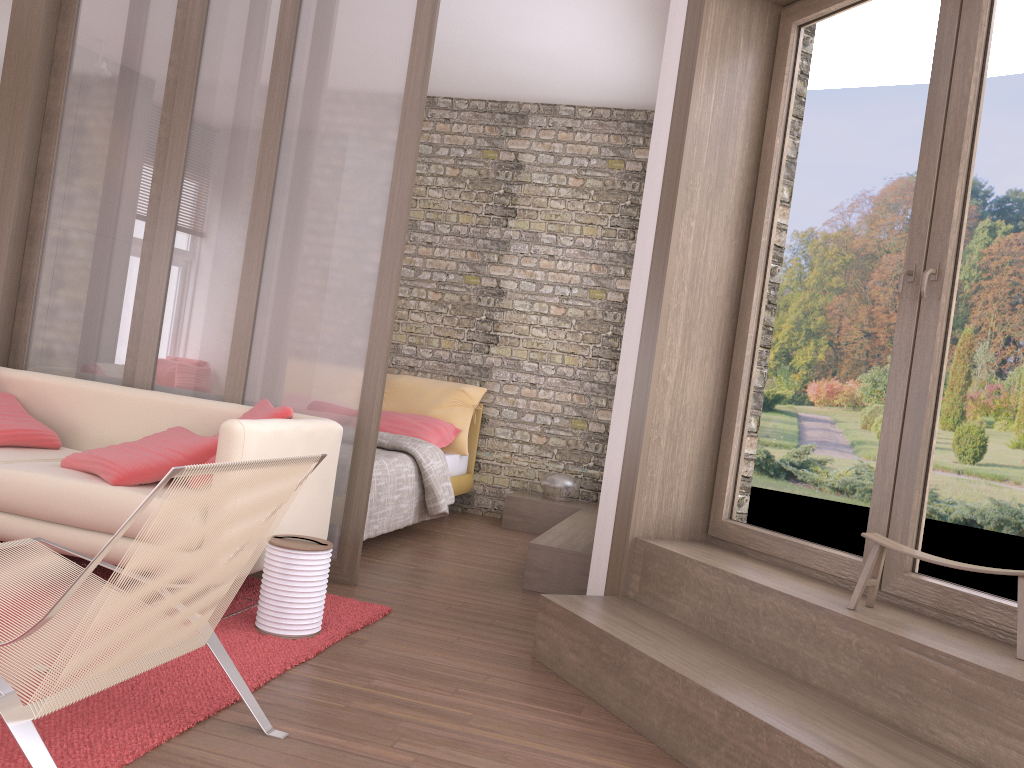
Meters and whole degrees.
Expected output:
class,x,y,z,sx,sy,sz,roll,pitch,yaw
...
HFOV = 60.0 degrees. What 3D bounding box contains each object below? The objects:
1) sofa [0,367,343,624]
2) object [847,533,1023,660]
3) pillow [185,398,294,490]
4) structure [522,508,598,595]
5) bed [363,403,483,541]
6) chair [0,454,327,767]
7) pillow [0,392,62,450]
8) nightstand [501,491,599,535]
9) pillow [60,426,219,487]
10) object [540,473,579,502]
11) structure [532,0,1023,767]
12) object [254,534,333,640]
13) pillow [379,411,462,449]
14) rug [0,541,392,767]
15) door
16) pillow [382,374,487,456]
class,x,y,z,sx,sy,sz,roll,pitch,yaw
sofa,-1.953,0.368,3.780,2.204,0.751,0.919,8,0,13
object,1.254,0.599,2.570,0.136,0.233,0.499,8,-1,-42
pillow,-1.176,0.242,3.718,0.379,0.377,0.498,8,0,-27
structure,0.851,-0.290,5.307,0.808,2.881,2.039,8,0,13
bed,-1.393,0.412,5.971,2.219,0.861,2.360,8,0,13
chair,-1.030,0.490,2.120,0.853,0.762,0.739,8,0,13
pillow,-2.341,0.161,3.946,0.467,0.224,0.507,8,0,26
nightstand,0.324,0.975,6.513,0.707,0.240,0.400,8,0,13
pillow,-1.462,0.284,3.559,0.507,0.224,0.467,8,-1,41
object,0.349,0.757,6.555,0.296,0.199,0.211,8,0,11
structure,1.052,-0.279,2.780,0.845,2.881,2.039,8,0,-27
object,-0.797,0.733,3.248,0.239,0.341,0.239,8,-1,-44
pillow,-0.838,0.339,6.474,0.834,0.261,0.540,8,0,14
rug,-2.299,0.690,2.478,2.938,0.016,3.344,8,0,13
door,1.383,-0.410,2.939,0.142,2.275,1.800,8,0,-27
pillow,-0.734,0.223,6.822,1.021,0.557,0.366,8,0,13
